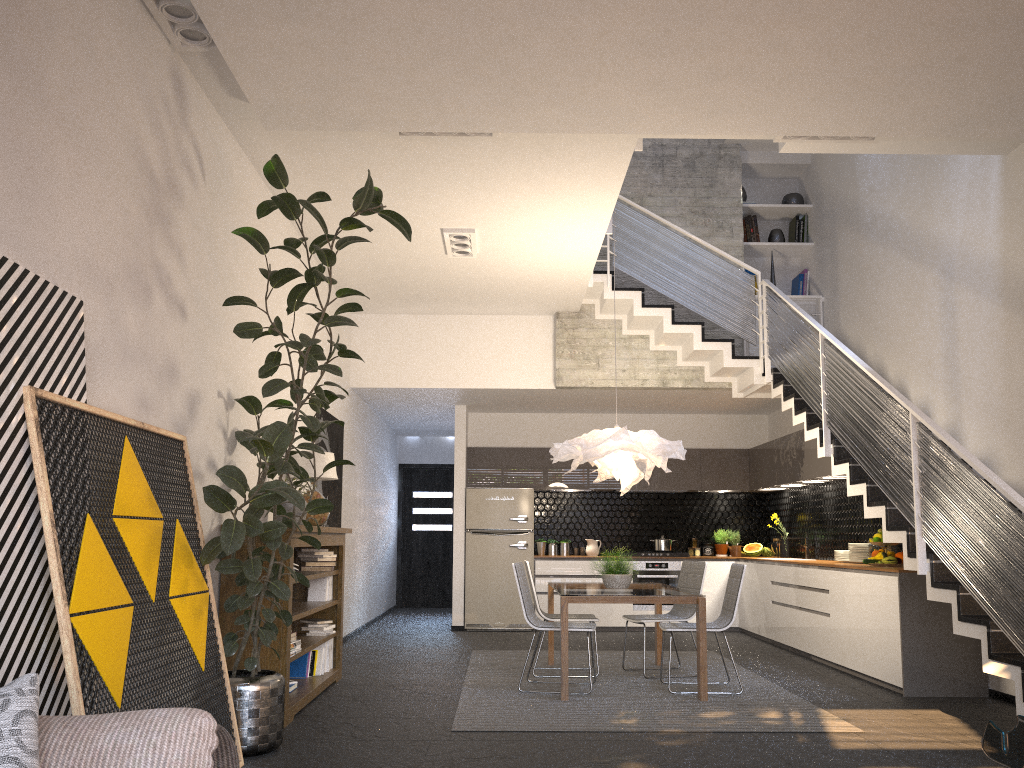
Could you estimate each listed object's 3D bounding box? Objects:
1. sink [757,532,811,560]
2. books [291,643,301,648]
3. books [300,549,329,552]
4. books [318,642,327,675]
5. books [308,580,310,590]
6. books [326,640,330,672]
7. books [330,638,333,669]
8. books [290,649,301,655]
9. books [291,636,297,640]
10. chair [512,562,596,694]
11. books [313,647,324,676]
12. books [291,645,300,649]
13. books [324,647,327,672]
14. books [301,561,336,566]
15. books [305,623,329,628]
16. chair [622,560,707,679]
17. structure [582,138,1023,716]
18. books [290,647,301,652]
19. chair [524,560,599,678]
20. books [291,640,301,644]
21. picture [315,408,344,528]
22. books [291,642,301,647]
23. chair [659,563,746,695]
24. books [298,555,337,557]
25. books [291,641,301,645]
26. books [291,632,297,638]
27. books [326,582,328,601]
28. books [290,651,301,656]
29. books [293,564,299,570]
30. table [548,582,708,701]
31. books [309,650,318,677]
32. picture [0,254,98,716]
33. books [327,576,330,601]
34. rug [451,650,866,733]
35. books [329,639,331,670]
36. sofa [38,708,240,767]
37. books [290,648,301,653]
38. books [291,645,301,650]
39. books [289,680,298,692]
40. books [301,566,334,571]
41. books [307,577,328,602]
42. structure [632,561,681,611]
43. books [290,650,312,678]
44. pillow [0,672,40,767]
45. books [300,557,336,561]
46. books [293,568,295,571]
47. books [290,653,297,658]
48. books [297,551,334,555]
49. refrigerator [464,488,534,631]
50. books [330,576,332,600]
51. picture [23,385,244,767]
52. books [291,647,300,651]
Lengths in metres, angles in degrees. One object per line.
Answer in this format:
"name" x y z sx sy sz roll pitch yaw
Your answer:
"sink" 3.066 1.866 9.844 0.490 0.446 0.729 0 -9 -1
"books" -1.453 1.622 5.474 0.218 0.007 0.307 0 -10 3
"books" -1.533 1.288 6.870 0.205 0.022 0.156 3 -10 -15
"books" -1.476 2.037 6.584 0.174 0.233 0.101 0 -7 -1
"books" -1.493 1.567 6.780 0.136 0.187 0.018 0 -7 -1
"books" -1.468 2.055 6.705 0.175 0.241 0.024 0 -7 -1
"books" -1.481 2.082 6.858 0.175 0.241 0.024 0 -7 -1
"books" -1.453 1.657 5.463 0.218 0.008 0.307 0 -10 4
"books" -1.544 1.655 5.738 0.243 0.023 0.176 -1 -10 6
"chair" 0.313 1.791 6.568 0.601 0.913 0.478 -1 -8 9
"books" -1.477 2.049 6.543 0.155 0.193 0.105 0 -8 -1
"books" -1.455 1.629 5.471 0.218 0.008 0.290 0 -10 3
"books" -1.478 2.070 6.680 0.155 0.204 0.021 0 -7 -1
"books" 0.152 -1.563 9.135 0.361 6.662 5.417 -5 -10 40
"books" -1.476 1.816 6.688 0.155 0.022 0.206 4 -11 -20
"chair" 1.265 1.925 7.308 0.602 0.913 0.478 2 -8 -15
"structure" 1.304 -1.610 8.376 4.234 8.251 8.523 0 -8 -1
"books" -1.458 1.644 5.464 0.218 0.008 0.290 -1 -10 5
"chair" 0.399 1.919 7.299 0.601 0.913 0.478 0 -8 0
"books" -1.459 1.600 5.479 0.218 0.013 0.307 0 -10 4
"picture" -1.749 1.302 8.419 0.033 2.014 1.242 0 -8 -1
"books" -1.456 1.616 5.475 0.218 0.007 0.307 0 -10 3
"chair" 1.416 1.796 6.566 0.601 0.913 0.478 0 -8 2
"books" -1.514 1.336 6.884 0.244 0.019 0.176 -4 -11 24
"books" -1.460 1.608 5.477 0.218 0.007 0.307 0 -10 4
"books" -1.534 1.630 5.746 0.225 0.029 0.180 0 -10 2
"books" -1.477 1.585 6.799 0.120 0.158 0.016 0 -7 -1
"books" -1.453 1.665 5.460 0.218 0.007 0.307 0 -10 4
"books" -1.550 1.130 5.554 0.323 0.108 0.274 -6 -12 34
"table" 0.824 1.961 6.943 0.997 0.709 1.813 0 -10 -1
"books" -1.510 2.050 6.493 0.146 0.182 0.148 0 -8 3
"picture" -1.601 0.585 2.906 0.207 2.005 0.964 0 -7 -1
"books" -1.470 1.573 6.818 0.136 0.187 0.018 0 -7 -1
"rug" 0.818 2.307 6.884 2.371 0.006 3.714 0 -10 -1
"books" -1.478 2.069 6.788 0.174 0.242 0.019 0 -7 -1
"sofa" -1.073 0.786 0.879 0.993 0.913 2.339 0 -10 -1
"books" -1.452 1.649 5.462 0.218 0.013 0.307 0 -10 4
"books" -1.459 1.634 5.474 0.218 0.006 0.307 0 -10 4
"books" -1.528 2.002 5.871 0.259 0.049 0.271 -9 -14 44
"books" -1.493 1.417 6.814 0.230 0.034 0.288 2 -10 -8
"books" -1.475 1.559 6.724 0.135 0.181 0.078 0 -7 -1
"structure" 1.752 2.484 10.959 0.587 0.584 0.588 0 -8 -1
"books" -1.555 2.013 6.426 0.171 0.226 0.166 0 -8 -1
"pillow" -0.944 0.598 0.866 0.618 0.340 1.908 0 -10 0
"books" -1.506 1.361 6.884 0.226 0.029 0.180 -8 -13 41
"books" -1.514 1.195 5.706 0.166 0.023 0.229 0 -10 3
"books" -1.453 1.672 5.461 0.218 0.008 0.307 0 -10 -1
"books" -1.525 1.311 6.868 0.244 0.023 0.175 -9 -14 44
"refrigerator" -0.152 2.154 10.933 0.829 1.700 0.775 0 -7 -1
"books" -1.479 1.594 6.937 0.136 0.187 0.018 0 -7 -1
"picture" -1.476 0.927 3.637 0.386 1.594 1.508 0 -8 -1
"books" -1.459 1.639 5.464 0.218 0.008 0.290 -1 -10 5
